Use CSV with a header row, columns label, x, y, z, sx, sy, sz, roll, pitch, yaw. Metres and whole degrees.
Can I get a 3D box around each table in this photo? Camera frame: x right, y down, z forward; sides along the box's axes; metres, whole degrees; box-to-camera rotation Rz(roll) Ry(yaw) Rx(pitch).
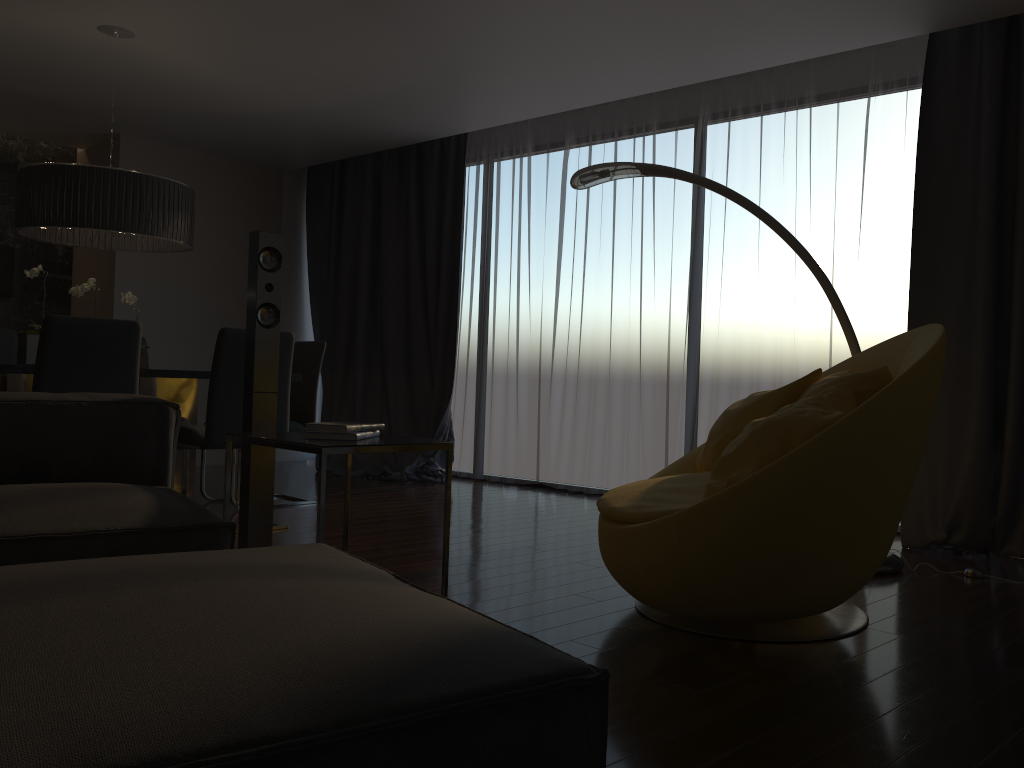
label,x,y,z,sx,sy,sz,roll,pitch,yaw
table,-2.104,0.295,4.534,1.690,0.760,0.984,2,0,-44
table,-0.563,0.450,2.794,0.475,0.563,0.568,2,0,-45

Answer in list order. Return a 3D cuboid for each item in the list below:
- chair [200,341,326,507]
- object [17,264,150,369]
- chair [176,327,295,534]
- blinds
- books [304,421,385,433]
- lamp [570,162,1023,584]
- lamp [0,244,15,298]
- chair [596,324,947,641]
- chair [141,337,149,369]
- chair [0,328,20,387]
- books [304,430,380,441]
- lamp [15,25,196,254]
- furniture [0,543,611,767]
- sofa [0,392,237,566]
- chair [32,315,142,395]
label,x,y,z,sx,sy,sz,roll,pitch,yaw
chair,-1.454,0.213,5.173,0.603,0.965,0.404,2,-1,-44
object,-2.199,-0.340,4.516,0.293,0.501,0.606,2,0,42
chair,-1.393,0.217,4.335,0.451,0.965,0.541,2,-1,-45
blinds,0.917,-0.663,5.509,7.107,2.894,0.788,2,0,37
books,-0.528,0.136,2.791,0.149,0.022,0.213,2,0,22
lamp,2.236,-0.066,3.496,4.075,1.779,0.604,2,-1,23
lamp,-3.968,-0.547,6.357,0.613,0.934,0.572,2,0,-18
chair,0.864,0.277,3.040,1.113,1.005,1.549,2,0,13
chair,-2.298,0.185,5.251,0.451,0.965,0.541,2,-1,-45
chair,-2.826,0.168,4.734,0.451,0.965,0.541,2,-1,-45
books,-0.532,0.158,2.776,0.161,0.023,0.233,2,0,6
lamp,-2.070,-1.286,4.552,0.833,1.103,0.775,2,0,-21
furniture,-0.595,0.509,1.258,1.155,0.440,1.037,2,0,-35
sofa,-1.586,0.346,1.291,2.616,0.704,2.593,2,0,-35
chair,-1.922,0.201,3.817,0.451,0.965,0.541,2,-1,-45
